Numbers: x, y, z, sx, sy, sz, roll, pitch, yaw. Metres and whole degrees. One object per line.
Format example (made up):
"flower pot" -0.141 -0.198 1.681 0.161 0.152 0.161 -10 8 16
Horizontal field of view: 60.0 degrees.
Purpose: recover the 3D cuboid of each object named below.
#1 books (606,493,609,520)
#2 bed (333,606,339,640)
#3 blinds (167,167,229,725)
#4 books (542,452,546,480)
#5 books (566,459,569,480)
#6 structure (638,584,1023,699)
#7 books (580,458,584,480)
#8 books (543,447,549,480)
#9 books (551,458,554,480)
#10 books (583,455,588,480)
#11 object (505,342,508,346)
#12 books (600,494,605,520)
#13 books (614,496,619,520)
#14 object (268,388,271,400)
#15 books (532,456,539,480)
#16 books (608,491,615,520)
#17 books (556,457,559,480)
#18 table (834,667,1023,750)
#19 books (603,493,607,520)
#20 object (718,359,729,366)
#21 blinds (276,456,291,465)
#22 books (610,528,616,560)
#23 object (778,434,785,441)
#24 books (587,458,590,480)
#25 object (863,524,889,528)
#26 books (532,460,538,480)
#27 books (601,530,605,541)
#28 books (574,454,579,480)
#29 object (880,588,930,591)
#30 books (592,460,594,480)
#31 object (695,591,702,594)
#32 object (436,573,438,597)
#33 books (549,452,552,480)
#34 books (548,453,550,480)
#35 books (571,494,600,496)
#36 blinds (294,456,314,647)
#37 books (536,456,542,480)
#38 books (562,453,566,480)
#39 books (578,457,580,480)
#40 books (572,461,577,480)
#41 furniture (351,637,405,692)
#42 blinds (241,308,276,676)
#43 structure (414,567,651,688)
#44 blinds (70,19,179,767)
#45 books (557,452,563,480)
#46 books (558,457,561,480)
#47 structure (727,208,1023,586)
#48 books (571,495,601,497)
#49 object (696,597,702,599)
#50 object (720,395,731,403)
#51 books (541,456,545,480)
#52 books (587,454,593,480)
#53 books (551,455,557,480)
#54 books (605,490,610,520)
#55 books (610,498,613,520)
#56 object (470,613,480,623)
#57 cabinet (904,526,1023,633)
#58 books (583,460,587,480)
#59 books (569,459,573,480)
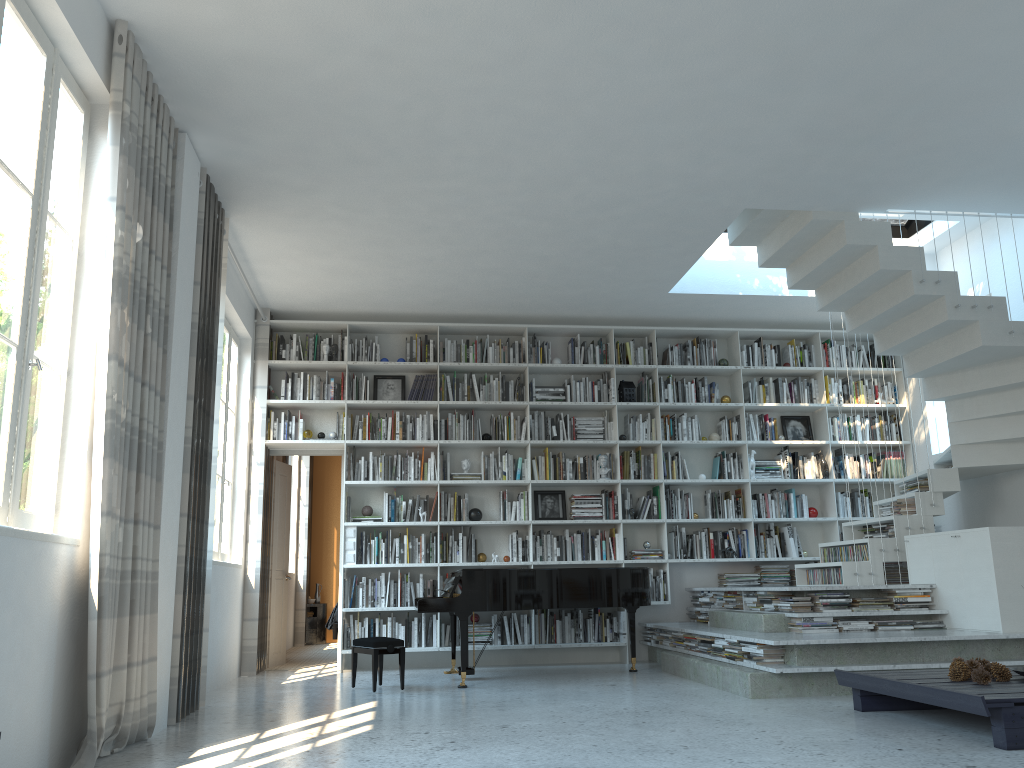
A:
"books" 0.882 1.170 8.375 0.013 0.255 0.163 0 -13 -7
"bed" -1.308 2.702 11.221 1.770 1.177 2.179 1 -13 -7
"blinds" -1.946 0.331 5.435 0.140 3.222 0.778 0 -12 -7
"books" 0.304 0.796 8.395 0.010 0.283 0.137 0 -13 -7
"books" 0.513 0.826 8.394 0.024 0.216 0.175 0 -13 -7
"structure" 2.685 1.919 6.967 2.899 0.657 3.121 1 -13 -7
"books" 0.643 0.821 8.400 0.029 0.223 0.186 0 -13 -7
"books" 0.321 0.770 8.358 0.014 0.317 0.188 0 -13 -7
"books" 0.371 0.822 8.391 0.024 0.228 0.148 0 -13 -7
"books" 0.693 0.809 8.400 0.012 0.244 0.186 0 -13 -7
"object" -0.051 -0.266 8.570 0.010 0.246 0.157 0 -13 -7
"books" 0.849 1.169 8.362 0.012 0.253 0.161 0 -13 -7
"books" 0.963 1.179 8.359 0.034 0.229 0.200 0 -13 -7
"object" -2.256 0.044 8.203 0.035 0.295 0.176 0 -13 -7
"books" 0.225 0.812 8.365 0.042 0.241 0.162 0 -13 -7
"books" 0.939 1.157 8.372 0.011 0.279 0.186 0 -13 -7
"books" 0.418 0.820 8.383 0.012 0.227 0.170 0 -13 -7
"table" 2.463 1.524 4.279 1.270 0.217 1.261 1 -13 -7
"books" 0.861 1.165 8.362 0.011 0.260 0.184 0 -13 -7
"object" 2.080 -0.199 8.728 0.104 0.105 0.104 -12 -17 40
"blinds" -2.441 1.225 9.283 0.140 3.222 0.778 0 -12 -7
"books" 0.945 1.506 8.310 0.011 0.299 0.149 0 -13 -7
"object" 2.628 0.541 8.698 0.091 0.092 0.092 -12 -17 40
"books" 0.707 0.825 8.436 0.025 0.229 0.143 0 -13 -7
"object" 3.126 1.222 7.613 0.161 0.025 0.175 0 -13 -3
"books" 0.208 0.826 8.348 0.053 0.208 0.156 0 -13 -7
"books" 0.855 1.515 8.306 0.010 0.283 0.132 0 -12 -7
"books" 0.610 0.807 8.414 0.014 0.258 0.162 0 -13 -7
"object" 2.840 1.478 6.418 0.284 0.030 0.177 1 -13 -7
"books" 0.755 0.836 8.437 0.022 0.206 0.114 0 -13 -7
"object" 1.806 1.937 8.258 0.131 0.024 0.291 0 -13 -5
"object" -0.684 1.864 8.042 0.017 0.289 0.089 0 -12 -7
"books" 0.356 0.791 8.372 0.010 0.280 0.171 0 -13 -7
"books" 0.336 0.795 8.353 0.015 0.266 0.189 0 -13 -7
"books" 0.692 1.051 8.369 0.254 0.012 0.161 0 -13 -3
"blinds" -2.790 1.854 11.990 0.140 3.222 0.778 0 -12 -7
"books" 0.258 0.812 8.379 0.026 0.247 0.139 0 -13 -7
"books" 0.477 0.798 8.381 0.028 0.267 0.190 0 -13 -7
"books" 0.623 0.819 8.409 0.010 0.233 0.175 0 -13 -7
"books" 0.578 0.838 8.413 0.050 0.198 0.146 0 -13 -7
"furniture" -0.950 1.973 6.275 0.240 0.352 0.468 7 -15 -32
"blinds" -2.294 0.960 8.141 0.140 3.222 0.778 0 -12 -7
"structure" 0.208 1.873 6.973 1.918 0.830 1.338 1 -13 -7
"blinds" -1.776 0.013 4.149 0.183 3.253 1.028 1 -12 -8
"books" 0.455 0.793 8.394 0.013 0.283 0.177 0 -13 -7
"books" 0.436 0.818 8.393 0.025 0.235 0.137 0 -13 -7
"structure" 2.835 0.183 6.974 2.613 3.373 1.959 0 -13 -7
"books" 0.692 1.063 8.369 0.254 0.012 0.161 1 -13 -10
"object" 1.803 1.988 8.247 0.135 0.011 0.222 0 -13 -3
"object" 2.086 0.162 8.656 0.100 0.101 0.101 6 -14 -29
"books" 0.286 0.814 8.376 0.029 0.239 0.156 0 -13 -7
"books" 0.734 0.807 8.424 0.025 0.258 0.151 0 -13 -7
"books" 0.395 0.809 8.403 0.028 0.258 0.135 0 -13 -7
"books" 0.894 1.155 8.379 0.011 0.287 0.152 0 -13 -7
"books" 0.922 1.191 8.380 0.021 0.217 0.132 0 -13 -7
"object" -0.333 2.106 7.970 0.086 0.087 0.086 6 -14 -29
"cabinet" 3.284 1.368 6.201 0.551 0.666 0.995 0 -13 -7
"books" 0.672 0.833 8.403 0.029 0.200 0.178 0 -13 -7
"books" 0.540 0.827 8.398 0.030 0.214 0.169 0 -13 -7
